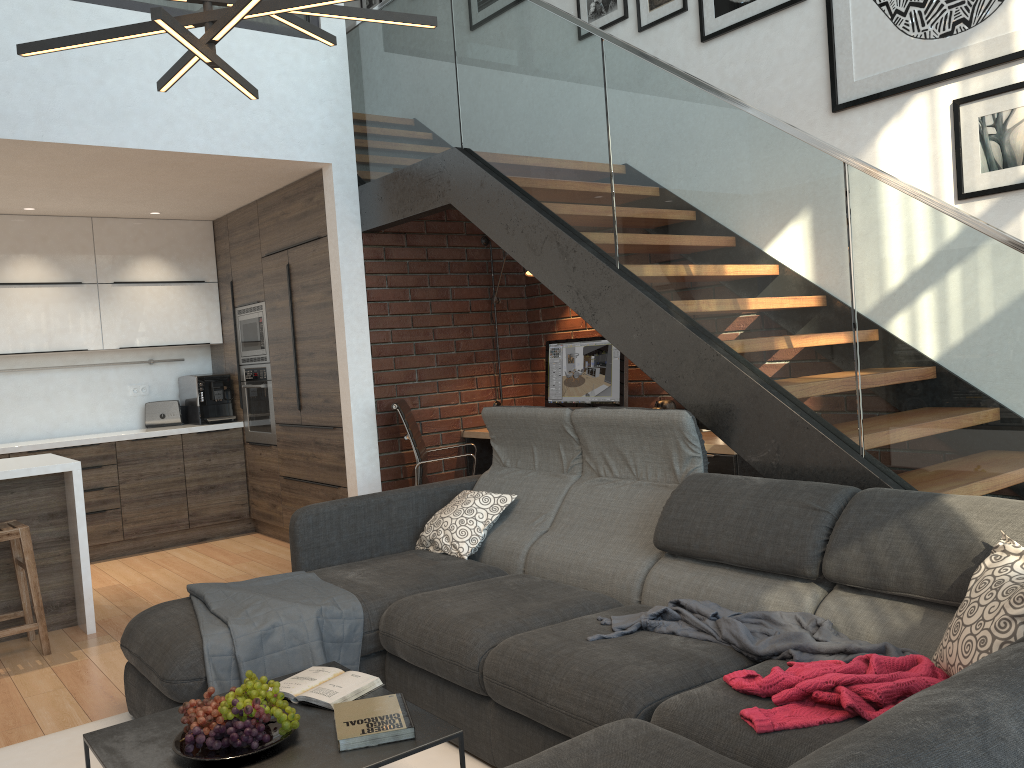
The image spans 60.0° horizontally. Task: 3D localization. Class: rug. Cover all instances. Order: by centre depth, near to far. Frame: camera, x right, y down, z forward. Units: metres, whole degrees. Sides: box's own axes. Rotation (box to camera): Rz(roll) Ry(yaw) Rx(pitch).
[{"bbox_3d":[-0.752,1.207,2.250,1.606,0.013,2.496,-6,3,-37],"label":"rug"}]

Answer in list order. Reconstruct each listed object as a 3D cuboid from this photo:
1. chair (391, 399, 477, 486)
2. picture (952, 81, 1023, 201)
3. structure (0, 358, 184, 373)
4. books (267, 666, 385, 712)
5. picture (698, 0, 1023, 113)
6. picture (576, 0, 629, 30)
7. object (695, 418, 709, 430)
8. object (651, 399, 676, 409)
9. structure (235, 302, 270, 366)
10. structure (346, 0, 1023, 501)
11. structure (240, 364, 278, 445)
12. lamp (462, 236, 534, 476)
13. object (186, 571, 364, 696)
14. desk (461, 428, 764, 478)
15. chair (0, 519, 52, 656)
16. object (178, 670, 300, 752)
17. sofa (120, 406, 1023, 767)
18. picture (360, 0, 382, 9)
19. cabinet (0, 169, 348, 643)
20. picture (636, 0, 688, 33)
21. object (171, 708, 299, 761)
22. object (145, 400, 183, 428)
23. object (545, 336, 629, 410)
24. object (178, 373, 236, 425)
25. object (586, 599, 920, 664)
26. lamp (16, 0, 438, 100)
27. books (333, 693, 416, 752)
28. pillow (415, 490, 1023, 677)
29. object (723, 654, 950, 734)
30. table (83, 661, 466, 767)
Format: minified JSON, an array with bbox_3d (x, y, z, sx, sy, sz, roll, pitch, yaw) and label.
[{"bbox_3d":[-0.348,0.572,5.222,0.700,0.991,0.651,-4,2,-3],"label":"chair"},{"bbox_3d":[1.976,-0.962,3.443,0.025,0.410,0.504,-6,3,-37],"label":"picture"},{"bbox_3d":[-3.771,-0.070,6.060,3.000,0.045,0.050,-6,3,-37],"label":"structure"},{"bbox_3d":[-0.527,0.833,2.447,0.294,0.025,0.199,-3,3,32],"label":"books"},{"bbox_3d":[1.509,-2.080,3.911,0.028,1.678,1.785,-6,3,-37],"label":"picture"},{"bbox_3d":[0.525,-2.244,5.198,0.025,0.333,0.410,-6,3,-37],"label":"picture"},{"bbox_3d":[0.985,0.187,4.637,0.149,0.119,0.166,-6,3,-40],"label":"object"},{"bbox_3d":[0.824,0.166,4.918,0.149,0.160,0.252,-5,2,-28],"label":"object"},{"bbox_3d":[-1.690,-0.371,6.515,0.459,0.430,0.595,-6,3,-37],"label":"structure"},{"bbox_3d":[0.475,-0.466,4.583,1.289,3.460,5.660,-6,3,-37],"label":"structure"},{"bbox_3d":[-1.669,0.129,6.523,0.495,0.570,0.595,-6,3,-37],"label":"structure"},{"bbox_3d":[0.221,0.014,5.507,1.054,2.003,0.462,-2,3,37],"label":"lamp"},{"bbox_3d":[-0.836,0.894,3.101,0.548,0.369,0.685,-5,3,-29],"label":"object"},{"bbox_3d":[0.589,0.636,4.994,0.610,0.750,2.182,-6,3,-37],"label":"desk"},{"bbox_3d":[-2.420,0.964,4.055,0.450,0.600,0.350,-6,3,-39],"label":"chair"},{"bbox_3d":[-0.680,0.784,2.145,0.256,0.173,0.279,-6,3,-40],"label":"object"},{"bbox_3d":[0.027,0.653,2.483,2.108,0.995,3.169,-6,3,-37],"label":"sofa"},{"bbox_3d":[-1.166,-3.235,7.311,0.025,0.410,0.333,-6,3,-37],"label":"picture"},{"bbox_3d":[-3.039,0.063,5.144,3.495,2.401,2.401,-6,3,-37],"label":"cabinet"},{"bbox_3d":[0.806,-2.195,4.831,0.022,0.440,0.358,-6,3,-37],"label":"picture"},{"bbox_3d":[-0.666,0.853,2.147,0.295,0.026,0.295,-6,3,-43],"label":"object"},{"bbox_3d":[-2.659,0.226,6.763,0.260,0.195,0.177,-5,2,-17],"label":"object"},{"bbox_3d":[0.362,-0.004,5.306,0.431,0.535,0.716,-6,3,-37],"label":"object"},{"bbox_3d":[-2.339,0.111,6.819,0.274,0.378,0.532,-6,3,-37],"label":"object"},{"bbox_3d":[0.660,0.688,2.469,0.905,0.118,0.411,-3,3,29],"label":"object"},{"bbox_3d":[-0.861,-2.594,2.093,1.200,3.645,0.831,-5,2,-27],"label":"lamp"},{"bbox_3d":[-0.342,0.827,2.179,0.179,0.029,0.225,-5,2,-14],"label":"books"},{"bbox_3d":[0.439,0.547,2.927,0.386,0.364,2.734,-6,3,-33],"label":"pillow"},{"bbox_3d":[0.756,0.671,2.027,0.536,0.077,0.323,-4,2,-3],"label":"object"},{"bbox_3d":[-0.594,1.021,2.197,0.700,0.323,0.700,-6,3,-37],"label":"table"}]
